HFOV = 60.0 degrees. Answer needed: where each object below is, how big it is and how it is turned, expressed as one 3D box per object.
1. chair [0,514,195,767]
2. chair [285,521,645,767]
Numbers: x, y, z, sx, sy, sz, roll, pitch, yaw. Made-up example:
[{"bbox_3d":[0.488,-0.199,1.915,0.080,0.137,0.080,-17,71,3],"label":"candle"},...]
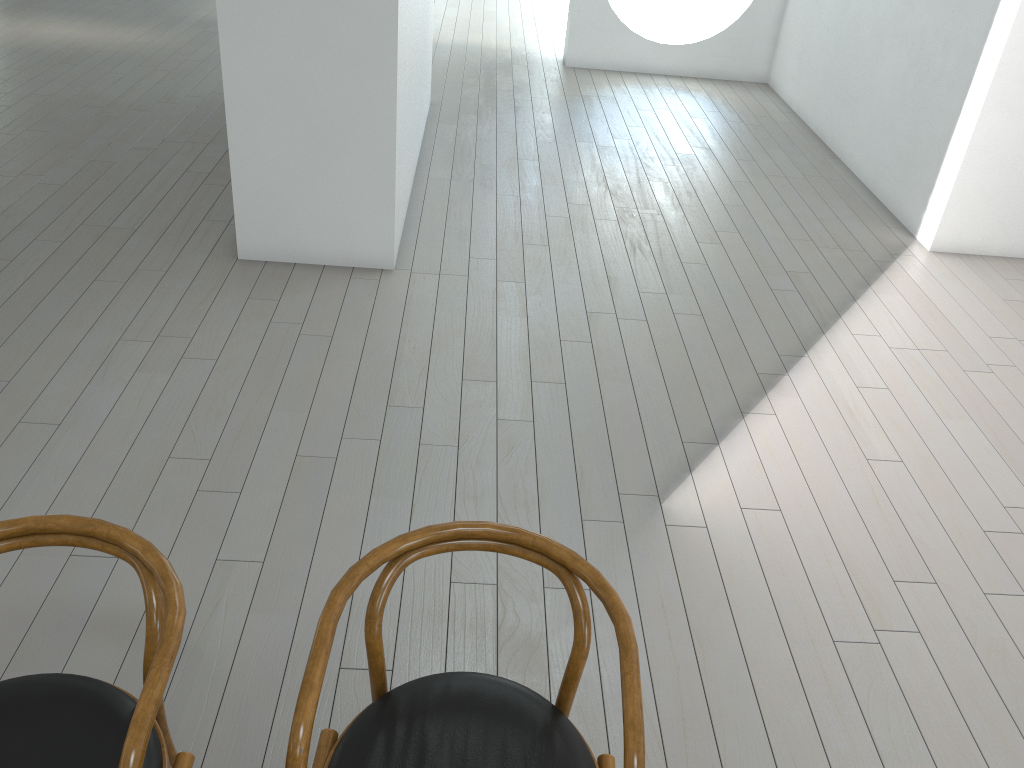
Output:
[{"bbox_3d":[-0.809,0.701,1.496,0.527,0.725,0.630,4,33,-3],"label":"chair"},{"bbox_3d":[-0.086,0.723,1.573,0.527,0.725,0.630,5,33,-1],"label":"chair"}]
